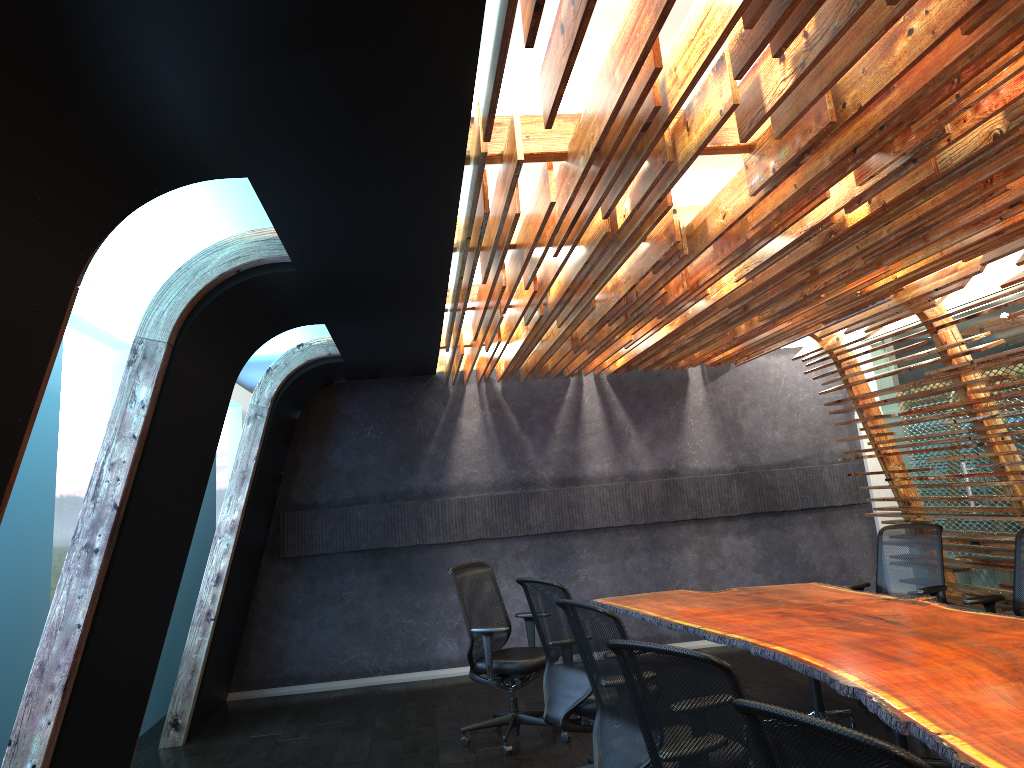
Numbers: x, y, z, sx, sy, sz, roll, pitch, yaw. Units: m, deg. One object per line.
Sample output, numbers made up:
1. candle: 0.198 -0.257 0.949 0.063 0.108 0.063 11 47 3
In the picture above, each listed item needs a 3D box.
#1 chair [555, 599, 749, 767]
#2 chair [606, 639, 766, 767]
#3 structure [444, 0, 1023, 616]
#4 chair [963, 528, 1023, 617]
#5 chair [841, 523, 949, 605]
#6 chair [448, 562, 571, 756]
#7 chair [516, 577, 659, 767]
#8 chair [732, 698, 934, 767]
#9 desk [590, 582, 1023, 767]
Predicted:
1. chair: 0.703 1.577 3.942 0.796 1.272 0.791 0 -14 -22
2. chair: 0.825 1.419 2.782 0.793 1.272 0.794 3 -15 -31
3. structure: 2.139 0.398 4.061 4.533 3.068 11.177 -4 -8 -7
4. chair: 3.178 1.538 5.353 0.797 1.272 0.791 -1 -13 -16
5. chair: 2.878 1.717 6.552 0.793 1.272 0.794 3 -15 -31
6. chair: 0.017 1.967 6.533 0.786 1.272 0.801 -12 -14 27
7. chair: 0.528 1.755 5.215 0.795 1.272 0.793 2 -14 -26
8. chair: 1.006 1.276 1.786 0.796 1.272 0.791 0 -14 -22
9. desk: 2.012 1.701 4.186 2.038 0.838 6.489 -4 -7 -7
